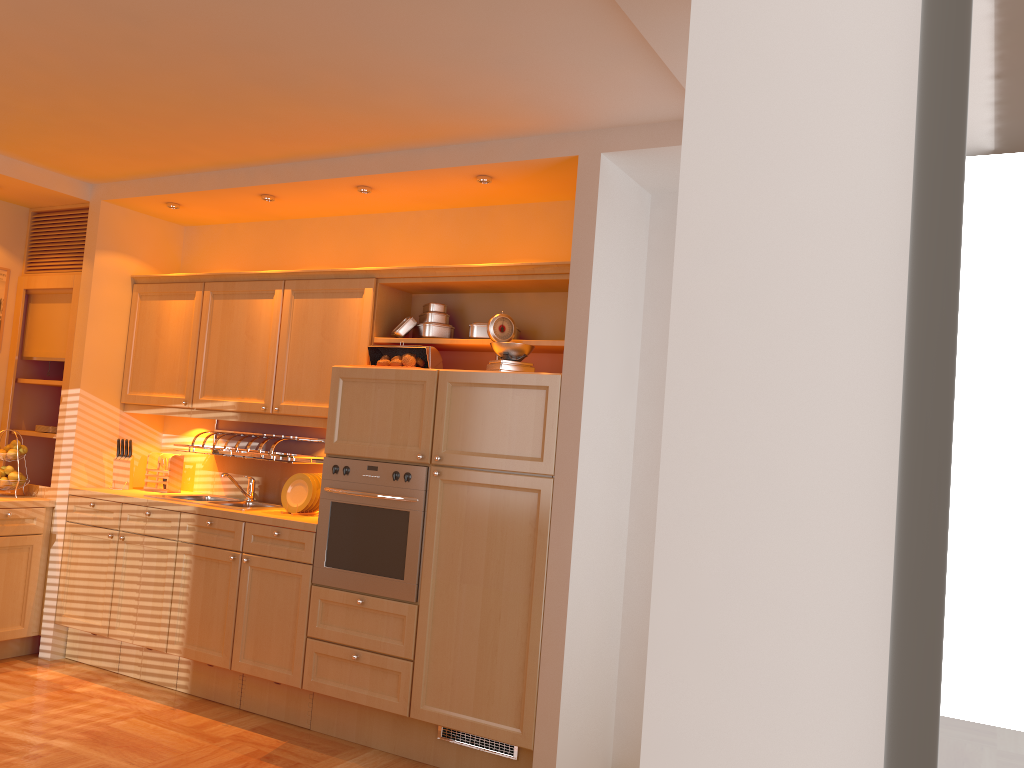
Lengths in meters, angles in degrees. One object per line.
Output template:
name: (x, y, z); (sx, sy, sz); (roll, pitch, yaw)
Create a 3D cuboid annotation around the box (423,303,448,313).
box: (-0.390, -0.375, 4.477); (0.098, 0.052, 0.140); (6, -4, -25)

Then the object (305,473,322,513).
object: (-1.046, 0.561, 4.566); (0.205, 0.200, 0.049); (2, -4, 30)

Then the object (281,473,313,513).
object: (-1.090, 0.553, 4.495); (0.205, 0.200, 0.049); (2, -4, 30)

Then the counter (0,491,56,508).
counter: (-3.303, 0.560, 4.135); (0.770, 0.038, 2.250); (2, -4, 29)

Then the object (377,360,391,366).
object: (-0.602, -0.098, 4.185); (0.069, 0.034, 0.066); (8, -5, -43)

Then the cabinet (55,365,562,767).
cabinet: (-1.042, 0.772, 4.498); (3.000, 1.700, 0.625); (2, -4, 29)

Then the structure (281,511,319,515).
structure: (-1.069, 0.658, 4.530); (0.084, 0.010, 0.219); (2, -4, 32)

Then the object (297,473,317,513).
object: (-1.075, 0.555, 4.518); (0.205, 0.200, 0.049); (2, -4, 30)

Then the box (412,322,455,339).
box: (-0.399, -0.252, 4.468); (0.169, 0.090, 0.242); (6, -4, -25)

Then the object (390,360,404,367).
object: (-0.538, -0.097, 4.144); (0.065, 0.036, 0.062); (1, -5, 42)

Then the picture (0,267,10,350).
picture: (-3.130, -0.466, 5.165); (0.007, 0.491, 0.366); (2, -4, 29)

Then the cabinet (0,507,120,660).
cabinet: (-3.032, 1.032, 4.280); (1.141, 0.840, 2.850); (2, -4, 29)

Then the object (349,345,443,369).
object: (-0.530, -0.122, 4.230); (0.400, 0.123, 0.280); (2, -4, 29)

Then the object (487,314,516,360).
object: (-0.052, -0.180, 3.984); (0.134, 0.271, 0.039); (6, -4, -27)

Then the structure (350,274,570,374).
structure: (-1.524, -0.466, 4.228); (4.091, 1.148, 1.061); (4, -4, 3)

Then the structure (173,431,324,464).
structure: (-1.457, 0.348, 4.956); (0.900, 0.126, 0.300); (2, -4, 29)

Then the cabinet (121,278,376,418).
cabinet: (-1.422, -0.193, 4.978); (1.792, 0.712, 0.332); (2, -4, 29)

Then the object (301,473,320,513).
object: (-1.061, 0.558, 4.542); (0.205, 0.200, 0.049); (2, -4, 30)

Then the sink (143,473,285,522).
sink: (-1.555, 0.649, 4.802); (0.746, 0.336, 0.465); (2, -4, 29)

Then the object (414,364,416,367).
object: (-0.485, -0.091, 4.171); (0.065, 0.036, 0.062); (2, -4, 32)

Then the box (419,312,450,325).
box: (-0.394, -0.320, 4.473); (0.124, 0.066, 0.177); (6, -4, -25)

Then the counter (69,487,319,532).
counter: (-1.555, 0.662, 4.803); (1.800, 0.038, 0.600); (2, -4, 29)

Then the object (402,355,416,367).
object: (-0.480, -0.104, 4.132); (0.066, 0.064, 0.045); (5, -4, -10)

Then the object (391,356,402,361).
object: (-0.542, -0.104, 4.203); (0.065, 0.056, 0.056); (4, -4, 13)

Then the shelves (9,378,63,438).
shelves: (-2.668, 0.351, 5.453); (0.600, 0.702, 0.582); (2, -4, 29)

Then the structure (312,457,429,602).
structure: (-0.654, 0.638, 3.963); (0.576, 0.583, 0.066); (2, -4, 29)

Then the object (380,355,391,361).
object: (-0.611, -0.108, 4.275); (0.055, 0.064, 0.069); (2, -5, 33)

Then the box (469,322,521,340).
box: (-0.084, -0.239, 4.288); (0.242, 0.090, 0.169); (4, -4, 10)

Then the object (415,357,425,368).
object: (-0.441, -0.098, 4.211); (0.066, 0.058, 0.065); (3, -4, 21)

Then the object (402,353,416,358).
object: (-0.487, -0.126, 4.196); (0.061, 0.047, 0.063); (5, -4, -13)

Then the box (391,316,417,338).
box: (-0.543, -0.283, 4.462); (0.117, 0.129, 0.098); (6, -4, -25)

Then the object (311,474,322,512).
object: (-1.031, 0.564, 4.590); (0.205, 0.200, 0.049); (2, -4, 30)
